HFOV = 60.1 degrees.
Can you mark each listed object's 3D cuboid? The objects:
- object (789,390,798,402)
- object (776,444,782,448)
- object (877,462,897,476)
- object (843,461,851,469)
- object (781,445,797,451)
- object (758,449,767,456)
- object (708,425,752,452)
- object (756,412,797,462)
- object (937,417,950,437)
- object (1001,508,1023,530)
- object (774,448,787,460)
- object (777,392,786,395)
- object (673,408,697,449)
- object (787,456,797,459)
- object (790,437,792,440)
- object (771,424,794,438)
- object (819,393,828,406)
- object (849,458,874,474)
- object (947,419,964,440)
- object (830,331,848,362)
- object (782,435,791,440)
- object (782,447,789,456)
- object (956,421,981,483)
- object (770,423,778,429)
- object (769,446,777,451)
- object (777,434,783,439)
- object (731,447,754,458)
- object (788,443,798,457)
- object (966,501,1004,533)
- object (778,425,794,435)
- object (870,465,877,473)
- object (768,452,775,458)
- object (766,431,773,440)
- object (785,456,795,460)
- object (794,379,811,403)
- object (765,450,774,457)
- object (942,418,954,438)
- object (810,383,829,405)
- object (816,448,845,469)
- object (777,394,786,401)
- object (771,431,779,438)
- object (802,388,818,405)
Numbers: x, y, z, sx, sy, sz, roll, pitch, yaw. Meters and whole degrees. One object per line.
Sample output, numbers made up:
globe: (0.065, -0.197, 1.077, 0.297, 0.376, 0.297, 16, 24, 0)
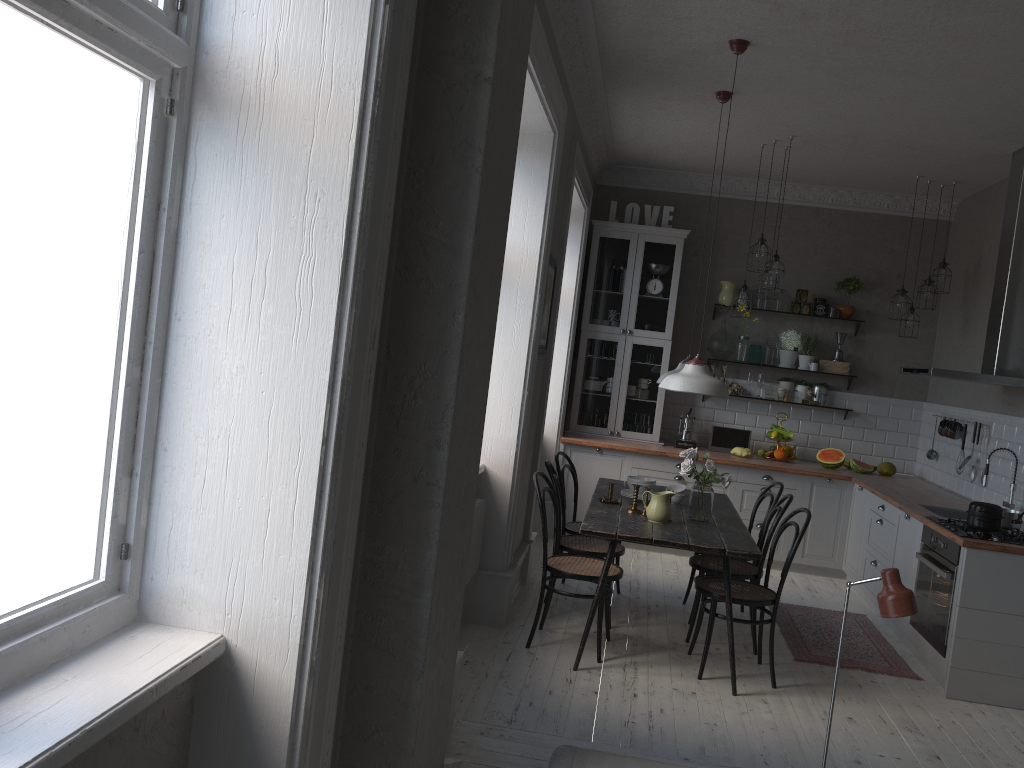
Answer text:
object: (2.520, 0.107, 7.920, 0.078, 0.108, 0.078, 7, 3, 1)
object: (2.365, 0.576, 7.857, 0.085, 0.093, 0.087, 7, 3, 3)
object: (3.219, 0.728, 7.607, 0.207, 0.119, 0.130, 5, 3, -30)
object: (2.987, 0.718, 7.780, 0.197, 0.067, 0.104, 8, 3, 13)
object: (2.438, 0.569, 7.807, 0.127, 0.056, 0.059, 7, 3, -1)
object: (2.224, 0.605, 7.827, 0.075, 0.072, 0.155, 9, 3, 37)
object: (1.936, 0.503, 7.873, 0.350, 0.226, 0.088, 7, 2, 6)
object: (2.350, 0.459, 7.790, 0.354, 0.425, 0.350, 7, 3, -8)
object: (3.477, 0.343, 7.099, 0.107, 0.161, 0.138, 8, 3, 19)
object: (2.911, 0.769, 5.098, 0.297, 0.134, 0.178, 9, 4, 41)
object: (2.327, 0.602, 7.671, 0.115, 0.110, 0.109, 6, 3, -26)
object: (2.397, 0.106, 7.878, 0.077, 0.051, 0.077, 7, 3, 0)
object: (1.549, 0.385, 7.823, 0.205, 0.370, 0.355, 7, 3, 8)
object: (2.423, 0.630, 7.852, 0.055, 0.044, 0.212, 4, 4, -45)
object: (2.439, 0.479, 7.790, 0.052, 0.050, 0.050, 8, 3, 16)
object: (2.367, 0.406, 7.760, 0.209, 0.101, 0.067, 8, 3, 13)
object: (2.771, 0.140, 7.868, 0.078, 0.108, 0.078, 7, 3, 1)
object: (2.970, 0.699, 7.507, 0.226, 0.127, 0.147, 6, 3, -11)
object: (3.431, 0.350, 6.846, 0.107, 0.161, 0.139, 8, 3, 24)
object: (2.926, -0.341, 7.903, 0.131, 0.287, 0.130, 7, 2, -8)
object: (2.394, 0.477, 7.765, 0.076, 0.062, 0.099, 6, 3, -20)
object: (2.379, 0.593, 7.741, 0.087, 0.078, 0.089, 9, 3, 33)
object: (3.337, 0.490, 6.487, 0.081, 0.443, 0.331, 7, 3, 9)
object: (2.305, 0.377, 7.770, 0.073, 0.058, 0.050, 6, 3, -16)
object: (2.334, 0.582, 7.868, 0.077, 0.076, 0.157, 9, 3, 34)
object: (2.334, 0.469, 7.737, 0.063, 0.061, 0.067, 7, 3, 7)
object: (1.993, 0.591, 7.664, 0.196, 0.083, 0.190, 7, 3, 7)
object: (2.462, 0.579, 7.797, 0.060, 0.120, 0.128, 8, 3, 31)
object: (2.613, 0.734, 4.898, 0.192, 0.147, 0.191, 6, 3, -13)
object: (2.404, 0.418, 7.825, 0.177, 0.096, 0.090, 8, 3, 27)
object: (3.090, 0.733, 7.671, 0.204, 0.073, 0.118, 5, 3, -30)
object: (2.273, 0.625, 7.802, 0.070, 0.076, 0.227, 6, 3, -10)
object: (2.289, 0.454, 7.802, 0.096, 0.078, 0.100, 7, 3, -6)
object: (2.421, 0.645, 7.730, 0.069, 0.051, 0.088, 5, 3, -35)
object: (2.613, 0.064, 7.990, 0.170, 0.214, 0.150, 9, 3, 37)
object: (2.257, 0.614, 7.788, 0.084, 0.057, 0.090, 9, 3, 39)
object: (3.459, 0.347, 6.971, 0.108, 0.161, 0.137, 7, 3, 9)
object: (2.776, 0.086, 7.981, 0.158, 0.213, 0.153, 7, 3, 5)
object: (2.727, 0.642, 7.582, 0.231, 0.174, 0.221, 8, 3, 29)
object: (2.395, 0.123, 7.879, 0.077, 0.051, 0.077, 7, 3, 0)
object: (2.294, 0.442, 7.725, 0.058, 0.069, 0.080, 8, 3, 27)
object: (2.668, 0.110, 7.897, 0.120, 0.146, 0.099, 6, 3, -25)
